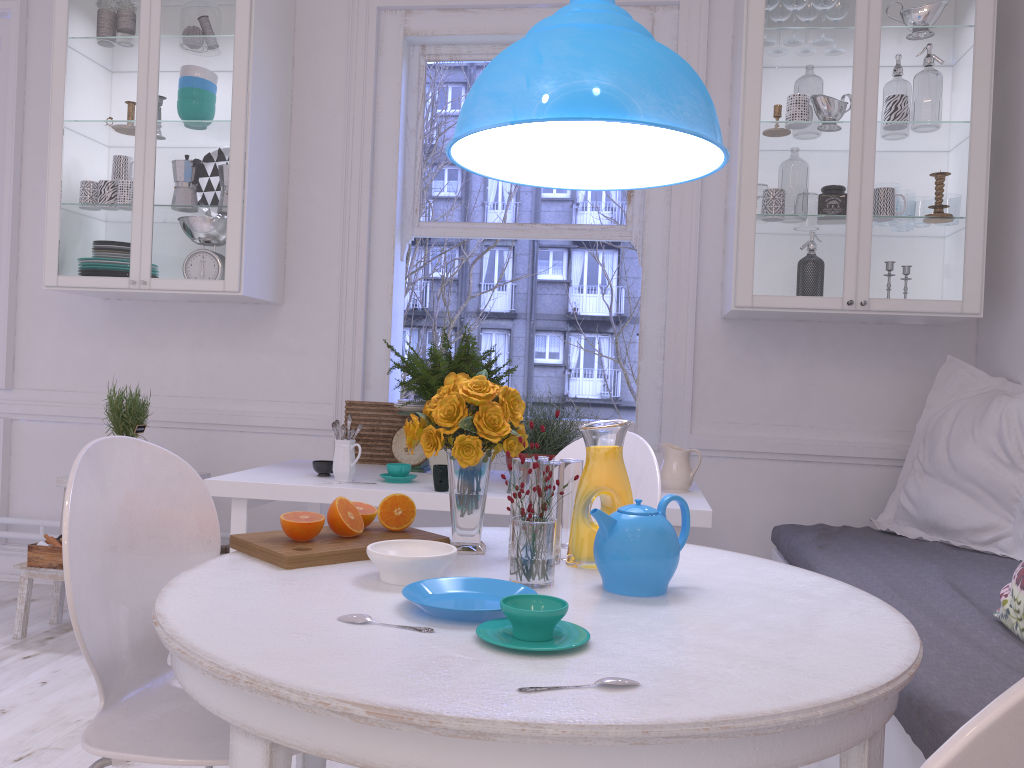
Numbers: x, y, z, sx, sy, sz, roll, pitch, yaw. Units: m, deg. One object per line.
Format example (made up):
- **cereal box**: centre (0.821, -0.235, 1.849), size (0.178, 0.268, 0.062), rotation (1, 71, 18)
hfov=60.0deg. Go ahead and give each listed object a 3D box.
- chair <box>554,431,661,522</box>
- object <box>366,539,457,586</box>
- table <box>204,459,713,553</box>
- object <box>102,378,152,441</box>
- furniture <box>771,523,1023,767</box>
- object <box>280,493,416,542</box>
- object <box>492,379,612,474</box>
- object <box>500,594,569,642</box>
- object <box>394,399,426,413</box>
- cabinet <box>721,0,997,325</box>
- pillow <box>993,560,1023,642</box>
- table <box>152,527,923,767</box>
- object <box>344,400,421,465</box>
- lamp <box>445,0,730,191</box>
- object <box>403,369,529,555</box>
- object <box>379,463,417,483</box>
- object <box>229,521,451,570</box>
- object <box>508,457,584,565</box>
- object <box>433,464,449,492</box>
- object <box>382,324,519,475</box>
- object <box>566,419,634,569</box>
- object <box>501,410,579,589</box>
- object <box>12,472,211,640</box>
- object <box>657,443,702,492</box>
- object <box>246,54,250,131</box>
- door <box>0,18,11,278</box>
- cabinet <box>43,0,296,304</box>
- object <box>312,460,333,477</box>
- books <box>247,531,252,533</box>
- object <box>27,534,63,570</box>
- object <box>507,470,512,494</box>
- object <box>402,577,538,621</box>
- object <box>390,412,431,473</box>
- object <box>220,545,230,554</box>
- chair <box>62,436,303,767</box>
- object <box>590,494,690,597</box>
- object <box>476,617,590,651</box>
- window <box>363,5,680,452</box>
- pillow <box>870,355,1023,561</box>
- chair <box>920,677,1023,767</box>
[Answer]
- **chair**: centre (0.073, 0.533, 2.127), size (0.483, 0.845, 0.604), rotation (2, 0, -36)
- **object**: centre (-0.164, 0.292, 1.445), size (0.147, 0.052, 0.147), rotation (2, 0, -39)
- **table**: centre (-0.149, 0.631, 2.951), size (1.514, 0.619, 0.736), rotation (2, 0, 8)
- **object**: centre (-1.439, 0.147, 3.322), size (0.186, 0.367, 0.196), rotation (2, 0, -37)
- **furniture**: centre (1.047, 0.745, 1.578), size (0.769, 0.508, 3.296), rotation (2, 0, 8)
- **object**: centre (-0.323, 0.249, 1.697), size (0.129, 0.075, 0.285), rotation (3, 0, 44)
- **object**: centre (0.119, 0.166, 2.940), size (0.668, 0.367, 0.531), rotation (3, 0, 33)
- **object**: centre (0.028, 0.301, 1.138), size (0.088, 0.043, 0.088), rotation (3, 0, 16)
- **object**: centre (-0.348, 0.081, 3.231), size (0.163, 0.047, 0.164), rotation (2, 0, -32)
- **cabinet**: centre (1.222, -0.895, 3.197), size (0.823, 1.311, 0.425), rotation (2, 0, 8)
- **pillow**: centre (1.219, 0.318, 1.586), size (0.509, 0.447, 0.592), rotation (2, 0, 13)
- **table**: centre (0.022, 0.641, 1.431), size (1.140, 0.629, 1.140), rotation (3, 0, 37)
- **object**: centre (-0.489, 0.187, 3.348), size (0.294, 0.237, 0.028), rotation (2, 0, 8)
- **lamp**: centre (0.190, -1.424, 1.793), size (0.568, 1.948, 0.568), rotation (3, 0, 42)
- **object**: centre (-0.081, 0.145, 1.688), size (0.234, 0.351, 0.235), rotation (2, 0, -27)
- **object**: centre (-0.363, 0.284, 2.835), size (0.121, 0.055, 0.121), rotation (2, 0, -41)
- **object**: centre (-0.320, 0.299, 1.672), size (0.347, 0.024, 0.224), rotation (2, 0, -42)
- **object**: centre (0.064, 0.234, 1.659), size (0.101, 0.186, 0.122), rotation (3, 0, 38)
- **object**: centre (-0.213, 0.281, 2.640), size (0.055, 0.077, 0.070), rotation (3, 0, 34)
- **object**: centre (-0.217, 0.053, 3.085), size (0.438, 0.527, 0.368), rotation (2, 0, 8)
- **object**: centre (0.167, 0.198, 1.618), size (0.094, 0.267, 0.116), rotation (3, 0, 35)
- **object**: centre (0.044, 0.183, 1.441), size (0.128, 0.287, 0.128), rotation (2, 0, 10)
- **object**: centre (-1.459, 0.616, 3.303), size (0.418, 0.534, 0.599), rotation (2, 0, 8)
- **object**: centre (0.543, 0.274, 2.911), size (0.127, 0.152, 0.115), rotation (2, 0, -9)
- **object**: centre (-1.367, -1.007, 3.585), size (0.811, 0.651, 0.376), rotation (2, 0, 8)
- **door**: centre (-2.670, -0.415, 4.526), size (1.009, 2.474, 1.021), rotation (2, 0, 8)
- **cabinet**: centre (-1.369, -1.007, 3.564), size (0.823, 1.311, 0.425), rotation (2, 0, 8)
- **object**: centre (-0.613, 0.277, 2.902), size (0.079, 0.048, 0.082), rotation (2, 0, -32)
- **books**: centre (-1.040, 0.733, 3.345), size (0.221, 0.306, 0.205), rotation (3, 0, 41)
- **object**: centre (-1.470, 0.576, 3.096), size (0.358, 0.110, 0.211), rotation (2, 0, 10)
- **object**: centre (0.019, 0.296, 2.672), size (0.066, 0.067, 0.052), rotation (2, 0, 9)
- **object**: centre (-0.061, 0.311, 1.279), size (0.196, 0.023, 0.196), rotation (2, 0, -4)
- **object**: centre (-0.351, 0.208, 3.220), size (0.159, 0.208, 0.185), rotation (2, 0, 8)
- **object**: centre (-1.050, 0.766, 3.335), size (0.276, 0.270, 0.276), rotation (3, 0, 41)
- **chair**: centre (-0.430, 0.515, 1.398), size (0.483, 0.845, 0.604), rotation (2, 0, 8)
- **object**: centre (0.210, 0.258, 1.445), size (0.156, 0.151, 0.150), rotation (2, 0, 12)
- **object**: centre (0.027, 0.322, 1.138), size (0.147, 0.011, 0.147), rotation (2, 0, 11)
- **window**: centre (0.032, -0.644, 3.707), size (1.234, 1.782, 0.181), rotation (2, 0, 8)
- **pillow**: centre (1.534, 0.218, 2.987), size (0.374, 0.642, 0.677), rotation (2, 0, -21)
- **chair**: centre (0.154, 0.544, 0.674), size (0.483, 0.845, 0.604), rotation (3, 0, 43)
